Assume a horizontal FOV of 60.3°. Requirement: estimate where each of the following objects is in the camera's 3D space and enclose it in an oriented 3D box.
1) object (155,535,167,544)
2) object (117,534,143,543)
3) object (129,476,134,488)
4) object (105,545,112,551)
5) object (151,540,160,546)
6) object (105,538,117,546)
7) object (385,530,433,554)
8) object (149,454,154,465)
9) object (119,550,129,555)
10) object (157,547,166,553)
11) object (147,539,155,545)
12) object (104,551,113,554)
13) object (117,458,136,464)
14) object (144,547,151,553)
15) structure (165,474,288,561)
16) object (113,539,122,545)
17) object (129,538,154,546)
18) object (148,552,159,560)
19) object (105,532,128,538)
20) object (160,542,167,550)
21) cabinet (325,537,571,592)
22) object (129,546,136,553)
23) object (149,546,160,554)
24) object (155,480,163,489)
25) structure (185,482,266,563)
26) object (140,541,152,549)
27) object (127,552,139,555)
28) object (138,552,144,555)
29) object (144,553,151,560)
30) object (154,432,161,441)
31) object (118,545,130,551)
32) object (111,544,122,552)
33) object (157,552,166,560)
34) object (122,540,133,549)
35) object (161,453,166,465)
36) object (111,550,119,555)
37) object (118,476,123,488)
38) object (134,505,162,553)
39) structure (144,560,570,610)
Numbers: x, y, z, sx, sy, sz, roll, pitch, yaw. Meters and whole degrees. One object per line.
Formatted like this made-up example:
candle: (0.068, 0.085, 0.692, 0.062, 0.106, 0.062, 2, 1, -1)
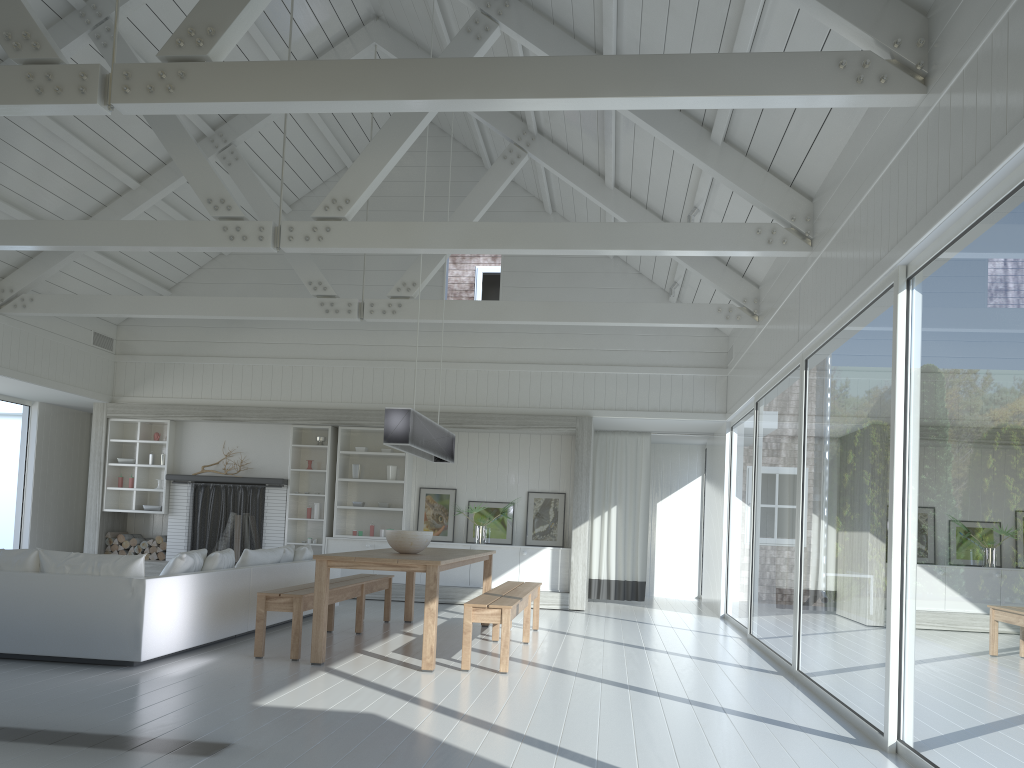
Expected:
object: (-4.653, 2.104, 11.929, 0.110, 0.110, 0.499, 2, -9, 5)
object: (-5.185, 2.098, 11.989, 0.110, 0.110, 0.499, 2, -9, 5)
object: (-5.105, 1.302, 11.824, 0.054, 0.195, 0.054, 2, -3, 7)
object: (-5.362, 2.228, 11.988, 0.080, 0.079, 0.482, 2, -9, 5)
object: (-4.721, 2.149, 11.920, 0.080, 0.079, 0.482, 2, -9, 5)
object: (-5.355, 2.142, 12.005, 0.109, 0.109, 0.499, 2, -9, 5)
object: (-0.837, 1.280, 7.136, 0.389, 0.184, 0.393, 3, -8, -2)
object: (-4.828, 0.992, 11.810, 0.054, 0.195, 0.054, 2, -3, 7)
object: (-5.160, 2.305, 11.975, 0.110, 0.110, 0.499, 2, -9, 5)
object: (-4.644, 2.234, 11.913, 0.080, 0.079, 0.482, 2, -9, 5)
object: (-4.784, 2.137, 11.928, 0.086, 0.091, 0.483, 2, -9, 5)
object: (-5.364, 2.322, 12.004, 0.108, 0.105, 0.519, 2, -9, 5)
object: (-5.162, 1.047, 11.860, 0.242, 0.072, 0.244, 4, -9, -8)
object: (-4.822, 2.242, 11.926, 0.080, 0.079, 0.482, 2, -9, 5)
structure: (-3.726, 1.906, 11.859, 1.616, 1.279, 0.866, 2, -5, 7)
object: (-5.260, 2.136, 11.981, 0.080, 0.079, 0.482, 2, -9, 5)
object: (-5.015, 2.145, 11.966, 0.109, 0.109, 0.499, 2, -9, 5)
object: (-4.722, 2.334, 11.940, 0.134, 0.146, 0.553, 2, -9, 6)
object: (-5.369, 2.050, 11.998, 0.080, 0.079, 0.482, 2, -9, 5)
object: (-4.594, 2.185, 11.917, 0.109, 0.109, 0.499, 2, -9, 5)
cabinet: (-0.814, 2.341, 11.502, 3.180, 0.548, 0.659, 1, -7, 6)
object: (-5.034, 2.236, 11.950, 0.080, 0.079, 0.482, 2, -9, 5)
object: (-4.736, 2.242, 11.930, 0.109, 0.109, 0.499, 2, -9, 5)
object: (-4.705, 1.344, 11.774, 0.137, 0.129, 0.138, 3, -6, -6)
structure: (-3.764, 1.826, 11.508, 1.097, 1.057, 0.117, 2, -3, 6)
object: (-4.863, 2.176, 11.948, 0.109, 0.109, 0.499, 2, -9, 5)
object: (-5.047, 2.310, 11.969, 0.105, 0.114, 0.522, 2, -9, 6)
object: (-4.921, 2.347, 11.961, 0.134, 0.146, 0.553, 2, -9, 6)
object: (-4.825, 2.336, 11.943, 0.108, 0.105, 0.519, 2, -9, 5)
object: (-4.755, 0.709, 11.807, 0.059, 0.126, 0.232, 6, -8, -38)
object: (-5.183, 2.221, 11.974, 0.080, 0.079, 0.482, 2, -9, 5)
object: (-5.275, 2.228, 11.991, 0.109, 0.109, 0.499, 2, -9, 5)
object: (-4.621, 2.319, 11.913, 0.110, 0.110, 0.499, 2, -9, 5)
object: (-5.119, 2.177, 11.976, 0.109, 0.109, 0.499, 2, -9, 5)
object: (-4.663, 0.996, 11.791, 0.054, 0.195, 0.054, 2, -3, 7)
object: (-5.262, 2.321, 12.001, 0.134, 0.146, 0.553, 2, -9, 6)
object: (-5.256, 1.298, 11.841, 0.054, 0.195, 0.054, 2, -3, 7)
object: (-4.868, 1.967, 11.923, 0.341, 0.639, 0.617, 3, -6, -8)
structure: (-2.364, 2.654, 11.968, 6.346, 0.344, 1.900, 1, -9, 6)
